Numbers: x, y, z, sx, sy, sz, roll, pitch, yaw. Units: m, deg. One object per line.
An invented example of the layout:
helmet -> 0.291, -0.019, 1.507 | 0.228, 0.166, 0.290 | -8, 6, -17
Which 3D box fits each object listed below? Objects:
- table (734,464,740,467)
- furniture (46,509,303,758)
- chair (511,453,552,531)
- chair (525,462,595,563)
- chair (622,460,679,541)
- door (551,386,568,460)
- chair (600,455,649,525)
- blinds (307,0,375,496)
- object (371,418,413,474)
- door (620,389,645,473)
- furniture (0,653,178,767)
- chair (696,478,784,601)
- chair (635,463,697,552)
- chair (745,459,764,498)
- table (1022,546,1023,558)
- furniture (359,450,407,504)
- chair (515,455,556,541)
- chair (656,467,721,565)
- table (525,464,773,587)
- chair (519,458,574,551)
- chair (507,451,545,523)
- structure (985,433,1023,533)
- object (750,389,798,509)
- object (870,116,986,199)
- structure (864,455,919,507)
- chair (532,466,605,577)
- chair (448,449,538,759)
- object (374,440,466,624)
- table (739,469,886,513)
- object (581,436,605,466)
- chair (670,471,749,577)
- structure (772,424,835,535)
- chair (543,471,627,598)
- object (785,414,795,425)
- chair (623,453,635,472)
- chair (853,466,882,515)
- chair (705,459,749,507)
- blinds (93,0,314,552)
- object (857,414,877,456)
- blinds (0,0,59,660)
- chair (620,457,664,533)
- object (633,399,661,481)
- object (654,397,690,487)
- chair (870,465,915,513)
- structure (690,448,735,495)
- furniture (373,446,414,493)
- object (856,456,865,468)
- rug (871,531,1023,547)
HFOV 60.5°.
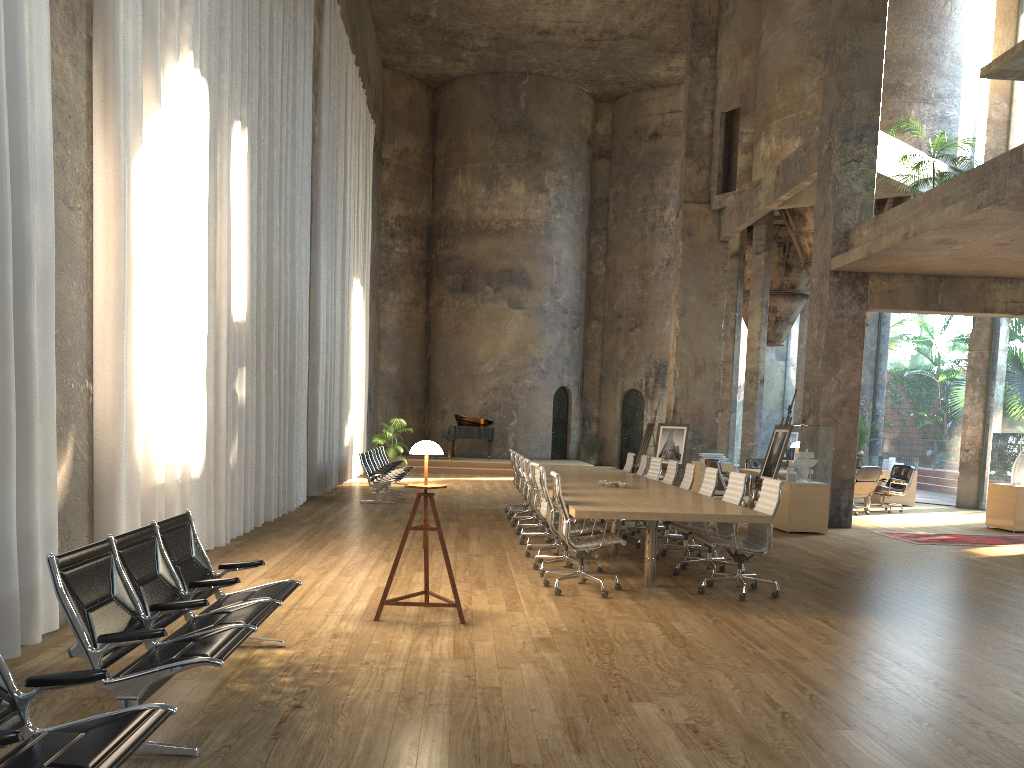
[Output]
table -> 5.095, 2.350, 22.811 | 1.871, 0.551, 0.936 | 2, -1, -3
furniture -> -1.594, 1.158, 4.505 | 0.708, 0.847, 1.861 | 2, -1, -3
chair -> 0.344, 1.469, 12.023 | 0.699, 1.034, 0.660 | 2, 3, 2
chair -> 0.507, 1.354, 9.326 | 0.699, 1.034, 0.660 | 2, 3, -4
chair -> 1.787, 1.487, 11.309 | 0.699, 1.034, 0.660 | 2, 3, 2
door -> 1.441, 1.213, 27.313 | 0.900, 2.317, 0.091 | -2, 6, -45
chair -> 1.684, 1.562, 13.088 | 0.698, 1.034, 0.660 | 2, 3, 5
blinds -> -3.375, -2.272, 18.372 | 0.275, 8.718, 7.775 | 2, 2, -2
object -> -2.952, 1.561, 21.501 | 1.092, 1.469, 1.120 | 1, 2, -12
door -> 3.795, 1.468, 27.457 | 0.897, 2.655, 0.110 | 5, 6, 39
furniture -> -1.461, 1.057, 2.129 | 0.708, 0.847, 1.861 | 2, -1, -3
chair -> 1.990, 1.333, 7.683 | 0.699, 1.034, 0.660 | 2, 3, 3
chair -> 1.833, 1.450, 10.433 | 0.698, 1.034, 0.660 | 2, 3, 5
chair -> 4.980, 1.932, 17.343 | 0.729, 0.900, 0.816 | 2, 2, 4
table -> 6.710, 2.019, 10.622 | 0.860, 0.249, 0.368 | 2, 0, -3
furniture -> -2.275, 1.630, 15.666 | 0.708, 0.847, 1.861 | 2, -1, -3
chair -> 0.397, 1.431, 11.129 | 0.698, 1.034, 0.660 | 2, 3, 5
chair -> 1.886, 1.412, 9.539 | 0.699, 1.034, 0.660 | 2, 3, 2
table -> 1.070, 1.573, 10.859 | 1.601, 0.764, 7.672 | 2, -2, -3
chair -> 0.443, 1.393, 10.253 | 0.699, 1.034, 0.660 | 2, 3, 2
chair -> 0.291, 1.507, 12.936 | 0.699, 1.034, 0.660 | 2, 3, 0
structure -> 8.064, 1.559, 13.931 | 0.594, 1.561, 0.736 | 2, 4, -3
object -> 4.138, 1.138, 13.650 | 0.685, 2.166, 0.694 | 2, 4, -4
object -> 5.929, -2.767, 12.452 | 1.401, 1.825, 1.347 | 2, 2, 3
structure -> 7.918, 2.018, 18.378 | 0.735, 1.023, 0.738 | 2, 2, -3
chair -> 0.554, 1.318, 8.474 | 0.698, 1.034, 0.660 | 2, 3, 5
chair -> 3.076, 1.657, 13.986 | 12.952, 1.039, 31.331 | 2, -3, -3
object -> -0.551, 1.056, 6.308 | 0.568, 1.309, 0.655 | 4, 4, 30
table -> 5.622, 2.017, 16.629 | 2.410, 0.706, 1.098 | 2, 0, -3
object -> 2.564, 2.106, 27.870 | 0.911, 0.999, 0.902 | 2, 2, 8
chair -> 1.939, 1.373, 8.626 | 0.699, 1.034, 0.660 | 2, 3, 0
structure -> 4.199, 1.374, 12.789 | 0.594, 1.561, 0.736 | 2, 4, -3
chair -> 0.632, 1.283, 7.616 | 0.699, 1.034, 0.660 | 2, 3, 2
object -> 7.157, 1.655, 22.949 | 0.699, 2.166, 0.680 | 4, 5, 26
chair -> 1.601, 1.598, 13.946 | 0.699, 1.034, 0.660 | 2, 3, 2
chair -> 6.172, 1.912, 15.964 | 0.730, 0.900, 0.815 | 1, 2, -29
chair -> 4.074, 1.865, 16.542 | 0.821, 0.900, 0.724 | 2, 2, -7
blinds -> -2.893, -2.637, 9.773 | 0.275, 8.718, 7.775 | 2, 2, -2
object -> 7.593, 1.120, 19.359 | 0.858, 0.948, 0.683 | 2, 2, -1
blinds -> -2.410, -3.003, 1.149 | 0.275, 8.718, 7.773 | 2, 2, -4
chair -> 1.741, 1.527, 12.237 | 0.699, 1.034, 0.660 | 2, 3, -4
object -> 3.182, 1.411, 20.547 | 0.682, 2.166, 0.697 | 4, 5, 23
object -> 3.393, 1.335, 18.674 | 0.699, 2.166, 0.680 | 4, 5, 29
chair -> 7.112, 1.978, 16.705 | 0.821, 0.900, 0.724 | 2, 2, -9
structure -> 4.435, 1.946, 19.482 | 0.743, 1.023, 0.730 | 2, 3, -3
furniture -> -2.409, 1.731, 18.042 | 0.708, 0.847, 1.861 | 2, -1, -3
object -> 7.720, 2.078, 19.375 | 0.568, 0.981, 0.656 | 4, 3, 33
rug -> 6.591, 2.212, 12.493 | 2.462, 0.009, 1.339 | 2, -3, -3
